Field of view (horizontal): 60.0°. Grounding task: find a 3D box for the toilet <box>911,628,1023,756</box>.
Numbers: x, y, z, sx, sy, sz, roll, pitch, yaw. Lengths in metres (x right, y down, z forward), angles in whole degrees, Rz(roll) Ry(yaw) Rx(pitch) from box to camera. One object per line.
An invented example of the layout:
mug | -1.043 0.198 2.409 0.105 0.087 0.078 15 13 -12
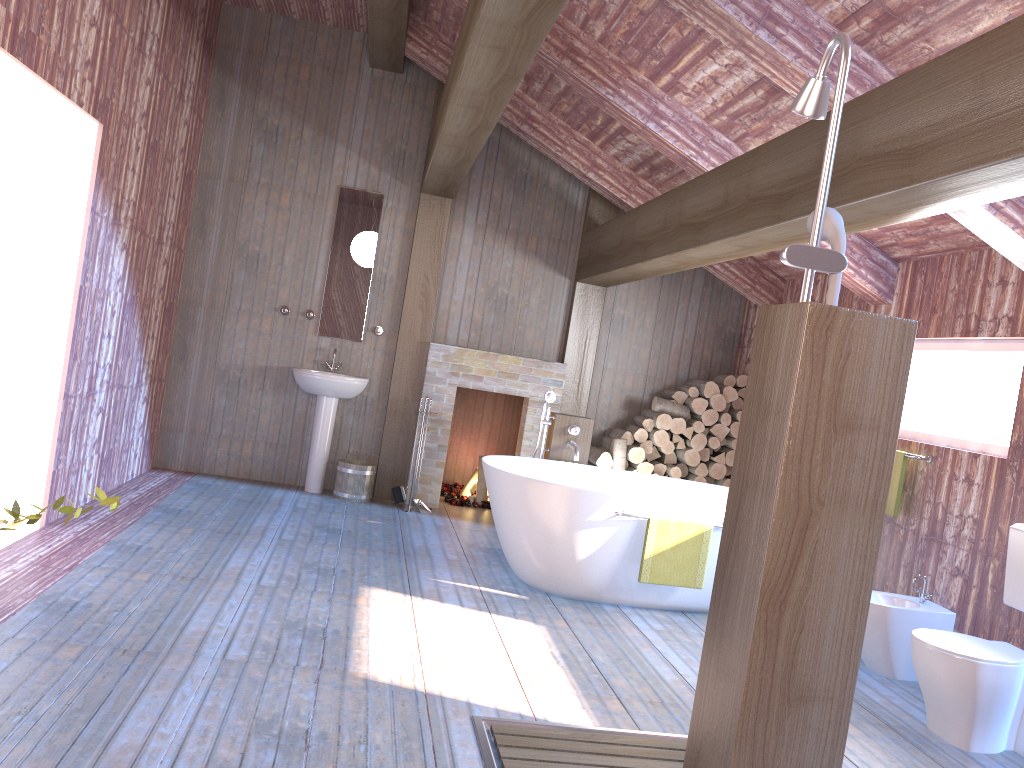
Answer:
toilet | 1.897 1.279 3.676 0.534 0.400 0.375 9 1 -8

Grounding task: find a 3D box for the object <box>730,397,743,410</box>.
object | 1.832 0.153 7.385 0.107 0.115 0.269 9 1 -8

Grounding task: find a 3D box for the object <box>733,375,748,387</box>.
object | 1.865 -0.026 7.381 0.112 0.113 0.271 9 1 -9

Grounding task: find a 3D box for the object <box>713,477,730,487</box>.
object | 1.704 0.821 7.382 0.139 0.137 0.455 9 1 -11

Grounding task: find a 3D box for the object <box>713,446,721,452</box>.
object | 1.657 0.515 7.326 0.067 0.069 0.177 9 1 -9

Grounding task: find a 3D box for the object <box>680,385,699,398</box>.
object | 1.454 0.060 7.274 0.094 0.097 0.227 9 1 -8

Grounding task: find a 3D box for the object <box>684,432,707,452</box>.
object | 1.463 0.460 7.306 0.136 0.157 0.439 9 1 -8

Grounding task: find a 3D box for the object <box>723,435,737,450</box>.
object | 1.784 0.478 7.356 0.102 0.109 0.438 9 1 -9

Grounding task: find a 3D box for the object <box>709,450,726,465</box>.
object | 1.643 0.577 7.340 0.115 0.112 0.423 9 1 -9

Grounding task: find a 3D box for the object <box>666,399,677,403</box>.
object | 1.278 0.187 7.359 0.113 0.130 0.291 9 1 -8

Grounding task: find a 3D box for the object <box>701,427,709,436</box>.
object | 1.530 0.389 7.290 0.095 0.090 0.278 9 1 -8

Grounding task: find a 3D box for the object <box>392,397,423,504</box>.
object | -0.812 0.510 6.835 0.136 0.846 0.062 8 2 -28

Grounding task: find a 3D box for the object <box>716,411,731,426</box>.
object | 1.689 0.273 7.330 0.089 0.106 0.437 9 1 -8

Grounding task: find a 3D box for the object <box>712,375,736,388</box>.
object | 1.757 -0.019 7.364 0.104 0.121 0.270 9 1 -8

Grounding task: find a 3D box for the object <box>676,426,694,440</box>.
object | 1.364 0.386 7.282 0.109 0.124 0.424 9 1 -10

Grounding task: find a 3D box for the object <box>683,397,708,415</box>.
object | 1.466 0.160 7.309 0.139 0.148 0.458 9 1 -9

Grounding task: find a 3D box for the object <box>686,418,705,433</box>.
object | 1.462 0.330 7.295 0.102 0.109 0.438 9 1 -9

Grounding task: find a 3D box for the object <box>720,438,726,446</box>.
object | 1.717 0.467 7.391 0.088 0.092 0.280 9 1 -8

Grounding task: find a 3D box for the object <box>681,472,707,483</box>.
object | 1.489 0.792 7.297 0.116 0.117 0.289 9 1 -11

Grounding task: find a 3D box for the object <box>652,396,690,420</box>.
object | 1.282 0.197 7.161 0.302 0.157 0.121 9 1 -8

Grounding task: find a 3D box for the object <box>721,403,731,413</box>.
object | 1.708 0.189 7.433 0.132 0.119 0.319 9 1 -8

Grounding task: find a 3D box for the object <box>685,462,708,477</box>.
object | 1.504 0.685 7.298 0.114 0.113 0.301 9 1 -11

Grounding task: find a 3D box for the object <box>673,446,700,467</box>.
object | 1.401 0.576 7.301 0.141 0.143 0.437 9 1 -11

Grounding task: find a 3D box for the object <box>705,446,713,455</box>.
object | 1.594 0.543 7.317 0.065 0.069 0.177 9 1 -10

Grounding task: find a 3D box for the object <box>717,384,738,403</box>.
object | 1.725 0.076 7.348 0.133 0.142 0.456 9 1 -8

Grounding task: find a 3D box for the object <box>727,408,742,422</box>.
object | 1.825 0.250 7.351 0.102 0.109 0.438 9 1 -9

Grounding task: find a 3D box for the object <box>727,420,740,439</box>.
object | 1.794 0.359 7.356 0.147 0.152 0.439 9 1 -9

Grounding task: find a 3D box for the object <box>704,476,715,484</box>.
object | 1.580 0.801 7.442 0.118 0.106 0.319 9 1 -11

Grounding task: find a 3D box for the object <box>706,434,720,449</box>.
object | 1.592 0.458 7.324 0.102 0.109 0.438 9 1 -9

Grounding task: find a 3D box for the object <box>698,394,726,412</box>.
object | 1.611 0.136 7.313 0.141 0.143 0.437 9 1 -11

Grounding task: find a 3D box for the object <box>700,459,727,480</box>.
object | 1.623 0.693 7.350 0.137 0.133 0.437 9 1 -11

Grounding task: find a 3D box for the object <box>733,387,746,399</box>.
object | 1.853 0.059 7.399 0.081 0.100 0.281 9 1 -9

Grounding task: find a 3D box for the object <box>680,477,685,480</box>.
object | 1.387 0.831 7.310 0.115 0.112 0.423 9 1 -9

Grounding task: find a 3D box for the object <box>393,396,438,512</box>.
object | -0.752 0.528 6.898 0.276 0.888 0.333 10 2 33

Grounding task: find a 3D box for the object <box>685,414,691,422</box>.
object | 1.387 0.252 7.381 0.121 0.124 0.291 9 1 -8

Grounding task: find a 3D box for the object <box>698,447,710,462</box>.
object | 1.522 0.558 7.306 0.111 0.118 0.302 9 1 -10

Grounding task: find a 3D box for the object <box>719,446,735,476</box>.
object | 1.746 0.640 7.368 0.137 0.256 0.439 9 1 -9

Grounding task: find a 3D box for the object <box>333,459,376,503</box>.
object | -1.227 0.753 6.913 0.309 0.290 0.308 9 1 1

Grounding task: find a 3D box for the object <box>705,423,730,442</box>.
object | 1.635 0.382 7.358 0.172 0.151 0.482 9 1 -8

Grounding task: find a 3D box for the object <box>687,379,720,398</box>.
object | 1.572 0.037 7.320 0.135 0.139 0.456 9 1 -8

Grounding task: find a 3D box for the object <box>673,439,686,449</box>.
object | 1.353 0.475 7.293 0.085 0.096 0.280 9 1 -8

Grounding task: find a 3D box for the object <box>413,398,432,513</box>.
object | -0.669 0.545 6.847 0.206 0.871 0.126 10 2 34

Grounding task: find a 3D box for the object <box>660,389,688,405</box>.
object | 1.343 0.111 7.367 0.140 0.121 0.319 9 1 -8

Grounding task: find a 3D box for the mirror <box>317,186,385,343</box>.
mirror | -1.280 -0.949 7.056 0.350 1.199 0.009 9 1 -9

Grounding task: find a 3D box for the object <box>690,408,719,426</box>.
object | 1.551 0.264 7.310 0.143 0.151 0.440 9 1 -9
